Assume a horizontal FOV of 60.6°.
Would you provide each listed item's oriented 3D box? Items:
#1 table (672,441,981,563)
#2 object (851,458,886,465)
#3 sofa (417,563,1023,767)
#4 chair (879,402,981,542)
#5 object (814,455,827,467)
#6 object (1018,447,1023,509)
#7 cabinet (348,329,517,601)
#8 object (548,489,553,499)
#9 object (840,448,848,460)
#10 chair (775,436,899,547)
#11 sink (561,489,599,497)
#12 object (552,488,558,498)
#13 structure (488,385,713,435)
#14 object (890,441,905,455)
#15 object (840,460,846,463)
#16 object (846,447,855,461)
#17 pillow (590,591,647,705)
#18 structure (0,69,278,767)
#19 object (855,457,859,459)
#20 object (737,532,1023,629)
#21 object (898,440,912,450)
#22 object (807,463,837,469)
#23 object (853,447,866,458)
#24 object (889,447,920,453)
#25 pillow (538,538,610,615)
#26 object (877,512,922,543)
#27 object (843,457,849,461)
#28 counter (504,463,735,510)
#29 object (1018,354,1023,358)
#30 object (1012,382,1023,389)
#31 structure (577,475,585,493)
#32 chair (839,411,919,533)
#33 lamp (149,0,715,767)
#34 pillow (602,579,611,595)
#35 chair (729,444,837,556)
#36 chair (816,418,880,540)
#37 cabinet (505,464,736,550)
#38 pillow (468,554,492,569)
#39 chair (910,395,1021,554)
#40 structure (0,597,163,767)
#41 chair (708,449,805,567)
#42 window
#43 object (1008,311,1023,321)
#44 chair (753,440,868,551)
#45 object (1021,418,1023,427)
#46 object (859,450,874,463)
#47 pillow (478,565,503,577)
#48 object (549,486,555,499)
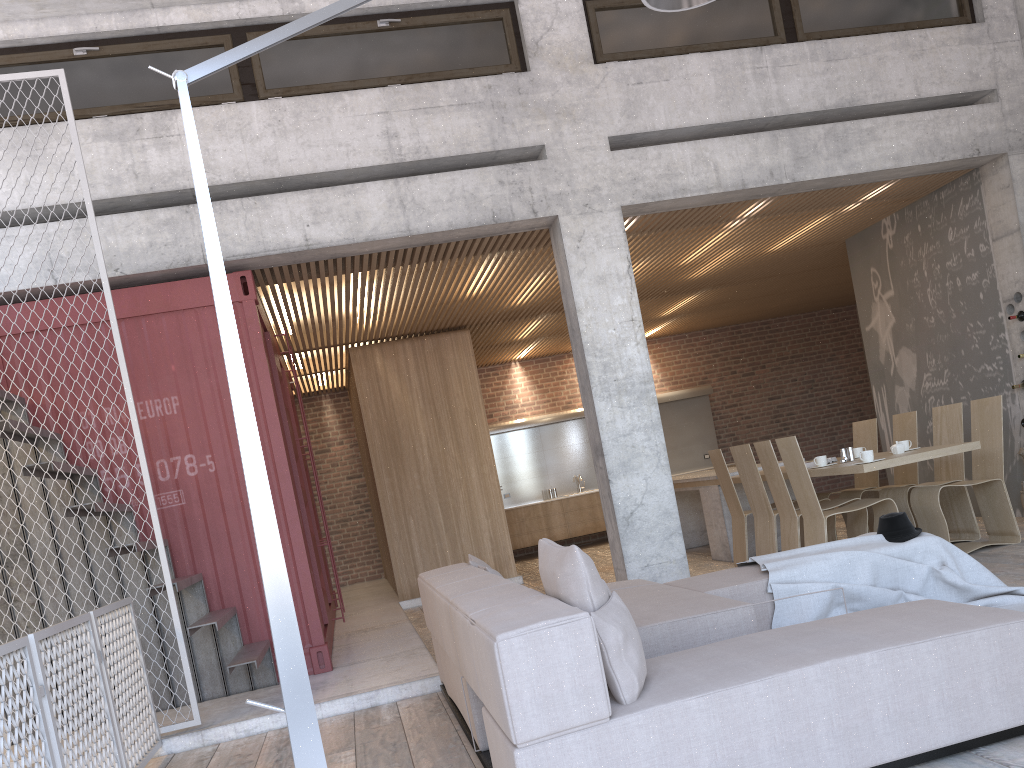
[{"bbox_3d":[2.684,1.318,9.162,1.006,0.918,5.242,-10,-6,-12],"label":"table"},{"bbox_3d":[2.712,0.594,6.671,0.183,0.014,0.188,-8,-7,-25],"label":"object"},{"bbox_3d":[1.174,1.132,4.494,2.995,0.784,3.029,-10,-6,-11],"label":"sofa"},{"bbox_3d":[3.581,0.826,7.602,0.717,1.196,0.350,-11,1,-15],"label":"chair"},{"bbox_3d":[2.600,0.653,7.379,0.094,0.088,0.115,-13,-4,32],"label":"object"},{"bbox_3d":[4.711,0.899,7.908,0.252,0.683,0.267,-10,1,41],"label":"object"},{"bbox_3d":[-1.276,1.237,12.510,1.509,3.123,3.789,-11,-3,-12],"label":"cabinet"},{"bbox_3d":[0.635,1.794,14.316,0.060,0.159,0.060,-11,1,4],"label":"object"},{"bbox_3d":[2.794,0.599,7.384,0.053,0.109,0.052,-11,1,34],"label":"object"},{"bbox_3d":[2.587,0.941,6.898,0.719,1.196,0.349,-11,1,-7],"label":"chair"},{"bbox_3d":[1.220,1.856,14.326,0.725,0.191,0.528,-10,-5,-11],"label":"sink"},{"bbox_3d":[0.703,1.782,14.329,0.060,0.159,0.060,-11,1,4],"label":"object"},{"bbox_3d":[1.425,0.440,14.624,4.055,0.157,0.210,-10,-3,-11],"label":"structure"},{"bbox_3d":[3.117,0.516,7.089,0.121,0.112,0.090,-10,-1,-20],"label":"object"},{"bbox_3d":[2.767,0.644,7.332,0.050,0.019,0.051,-8,-6,-28],"label":"object"},{"bbox_3d":[2.836,0.586,7.343,0.053,0.112,0.052,-11,1,34],"label":"object"},{"bbox_3d":[0.377,0.938,3.088,0.152,0.376,0.366,-11,-2,21],"label":"pillow"},{"bbox_3d":[-3.245,0.263,4.397,3.020,4.315,3.710,-11,-1,-12],"label":"structure"},{"bbox_3d":[3.070,0.647,7.755,0.185,0.014,0.186,-11,-6,2],"label":"object"},{"bbox_3d":[2.215,1.161,5.334,1.602,0.502,1.045,-12,-5,7],"label":"object"},{"bbox_3d":[3.272,0.519,7.321,0.095,0.088,0.115,-13,-4,43],"label":"object"},{"bbox_3d":[2.615,0.695,7.392,0.183,0.014,0.188,-8,-7,-25],"label":"object"},{"bbox_3d":[3.067,0.609,7.762,0.115,0.088,0.095,-9,-3,-37],"label":"object"},{"bbox_3d":[3.277,0.557,7.314,0.184,0.014,0.187,-10,-6,-8],"label":"object"},{"bbox_3d":[0.268,0.861,3.367,0.220,0.556,0.567,-11,-2,-10],"label":"pillow"},{"bbox_3d":[2.330,0.868,5.340,0.295,0.169,0.306,-9,-5,-24],"label":"object"},{"bbox_3d":[2.788,0.626,7.324,0.051,0.045,0.051,-11,-3,7],"label":"object"},{"bbox_3d":[1.716,1.695,14.453,4.055,0.020,0.660,-10,-6,-11],"label":"counter"},{"bbox_3d":[4.721,-0.276,7.908,0.345,0.094,0.094,-10,-2,-11],"label":"object"},{"bbox_3d":[4.716,0.002,8.002,0.336,0.095,0.096,-10,-2,-11],"label":"object"},{"bbox_3d":[1.179,1.724,14.533,0.114,0.476,0.249,-11,0,-12],"label":"structure"},{"bbox_3d":[3.408,0.915,8.085,0.718,1.196,0.350,-11,1,-11],"label":"chair"},{"bbox_3d":[-0.064,-0.104,3.198,2.602,3.428,0.761,-11,1,-23],"label":"lamp"},{"bbox_3d":[0.340,0.983,3.644,0.167,0.372,0.382,-12,-1,-38],"label":"pillow"},{"bbox_3d":[2.474,1.077,7.907,0.717,1.196,0.350,-11,1,-14],"label":"chair"},{"bbox_3d":[3.255,0.999,8.571,0.716,1.196,0.351,-11,1,-17],"label":"chair"},{"bbox_3d":[1.606,1.362,14.648,4.093,2.078,1.081,-10,0,-11],"label":"cabinet"},{"bbox_3d":[-0.176,1.258,5.571,0.187,0.366,0.364,-11,-2,-7],"label":"pillow"},{"bbox_3d":[3.629,0.760,7.096,0.718,1.196,0.350,-11,1,-11],"label":"chair"},{"bbox_3d":[-2.763,1.602,3.053,1.915,0.932,4.474,-10,-6,-12],"label":"structure"},{"bbox_3d":[2.386,1.150,8.406,0.720,1.196,0.349,-11,1,-6],"label":"chair"},{"bbox_3d":[-0.018,-2.720,6.950,8.390,0.611,0.113,-10,2,-11],"label":"window"},{"bbox_3d":[4.616,-0.617,7.889,0.333,0.090,0.091,-10,-2,-11],"label":"object"},{"bbox_3d":[2.553,1.005,7.407,0.720,1.196,0.349,-11,1,-6],"label":"chair"},{"bbox_3d":[4.854,0.330,8.061,0.333,0.090,0.091,-10,-2,-11],"label":"object"},{"bbox_3d":[2.697,0.553,6.658,0.094,0.088,0.115,-13,-4,32],"label":"object"},{"bbox_3d":[-0.075,1.232,5.190,0.186,0.358,0.373,-11,-2,-12],"label":"pillow"},{"bbox_3d":[0.665,1.770,14.322,0.143,0.211,0.053,-11,2,-11],"label":"object"}]
